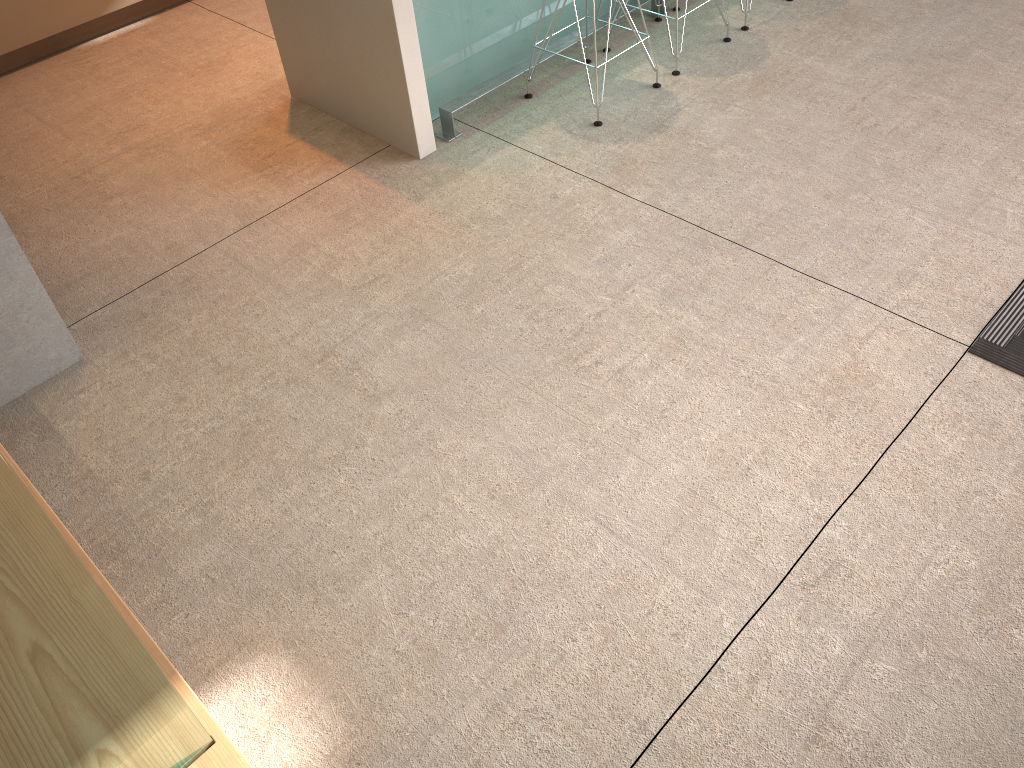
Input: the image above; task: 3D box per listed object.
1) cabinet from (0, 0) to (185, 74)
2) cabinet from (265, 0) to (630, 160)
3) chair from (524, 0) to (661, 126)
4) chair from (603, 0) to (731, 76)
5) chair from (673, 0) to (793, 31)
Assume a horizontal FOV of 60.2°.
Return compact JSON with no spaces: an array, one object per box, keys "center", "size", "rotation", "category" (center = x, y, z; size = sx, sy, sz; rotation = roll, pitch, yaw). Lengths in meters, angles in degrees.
[{"center":[0.063,-3.851,4.449],"size":[2.003,2.464,7.636],"rotation":[31,55,32],"category":"cabinet"},{"center":[0.778,-2.457,4.095],"size":[0.816,0.863,4.212],"rotation":[31,55,32],"category":"cabinet"},{"center":[0.285,-1.343,3.207],"size":[0.390,0.598,0.390],"rotation":[32,56,33],"category":"chair"},{"center":[0.613,-1.610,3.441],"size":[0.390,0.598,0.390],"rotation":[32,56,33],"category":"chair"},{"center":[0.946,-1.880,3.679],"size":[0.390,0.598,0.390],"rotation":[32,56,33],"category":"chair"}]
